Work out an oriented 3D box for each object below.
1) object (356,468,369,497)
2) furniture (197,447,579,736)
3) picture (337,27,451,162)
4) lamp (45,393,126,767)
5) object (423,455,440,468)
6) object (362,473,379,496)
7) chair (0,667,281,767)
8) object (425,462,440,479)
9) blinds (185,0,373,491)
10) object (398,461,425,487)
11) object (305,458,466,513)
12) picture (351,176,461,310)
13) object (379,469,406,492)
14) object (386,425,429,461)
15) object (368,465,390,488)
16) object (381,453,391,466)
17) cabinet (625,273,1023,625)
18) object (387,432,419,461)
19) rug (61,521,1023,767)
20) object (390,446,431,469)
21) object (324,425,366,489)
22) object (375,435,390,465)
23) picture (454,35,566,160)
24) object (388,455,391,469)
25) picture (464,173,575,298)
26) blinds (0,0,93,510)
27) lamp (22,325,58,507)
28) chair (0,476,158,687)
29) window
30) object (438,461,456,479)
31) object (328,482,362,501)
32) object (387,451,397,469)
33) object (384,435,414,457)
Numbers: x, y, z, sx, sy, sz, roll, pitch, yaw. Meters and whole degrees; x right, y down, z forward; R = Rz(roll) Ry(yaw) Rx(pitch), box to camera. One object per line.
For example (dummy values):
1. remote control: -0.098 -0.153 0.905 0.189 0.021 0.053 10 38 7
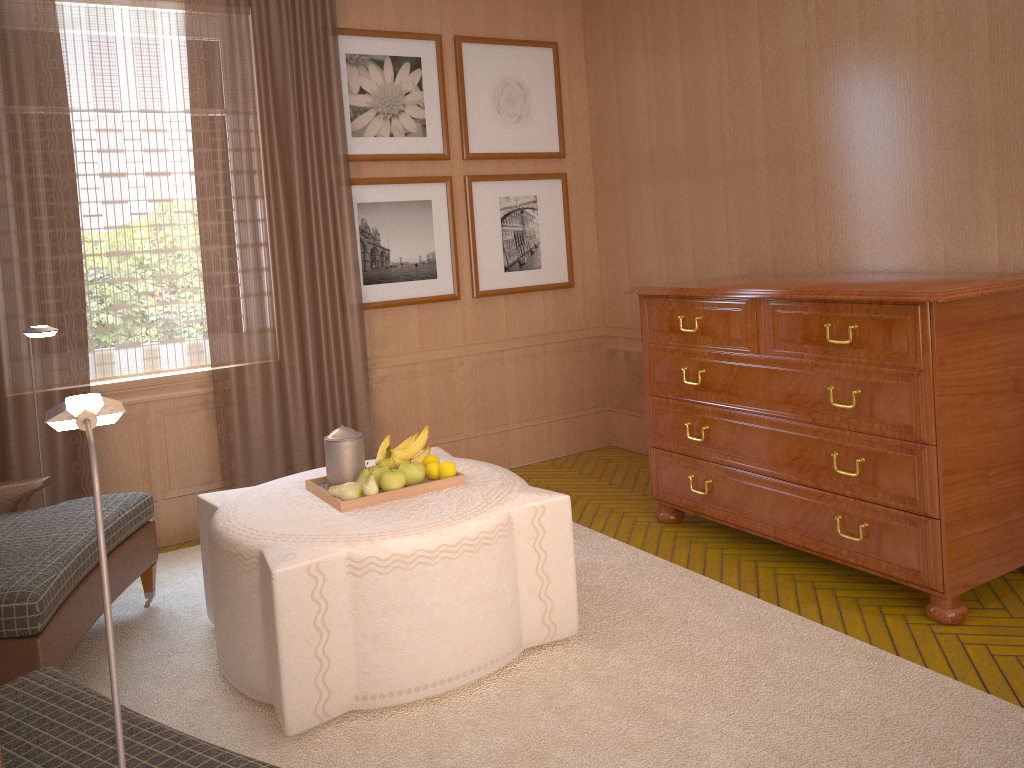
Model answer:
1. object: -0.885 0.594 5.242 0.130 0.196 0.131 -4 5 5
2. furniture: -0.824 1.096 5.431 1.964 0.894 1.958 -9 10 -33
3. picture: -1.201 -2.777 8.492 1.257 1.242 0.047 -8 4 -31
4. lamp: -1.004 1.077 2.183 0.628 2.021 0.568 -2 3 30
5. object: -0.517 0.521 5.645 0.114 0.133 0.108 -3 5 16
6. object: -0.830 0.592 5.138 0.098 0.147 0.099 -4 5 5
7. chair: -1.580 1.119 2.352 1.907 1.962 1.739 0 7 34
8. object: -0.482 0.544 5.494 0.111 0.110 0.134 -7 7 -28
9. blinds: -2.045 -1.157 7.860 1.456 4.764 0.266 -6 3 -32
10. object: -0.613 0.550 5.376 0.169 0.146 0.174 -2 7 15
11. object: -0.790 0.609 5.455 0.806 0.059 0.642 -10 11 -30
12. picture: -1.102 -1.382 8.551 1.257 1.242 0.047 -8 4 -31
13. object: -0.710 0.582 5.245 0.156 0.134 0.160 -7 7 -26
14. object: -0.642 0.388 5.612 0.070 0.168 0.409 -2 8 36
15. object: -0.811 0.567 5.383 0.156 0.134 0.160 -7 7 -26
16. object: -0.834 0.498 5.619 0.071 0.184 0.395 -5 8 -16
17. cabinet: 2.297 0.218 6.402 1.425 1.930 2.778 -7 8 -30
18. object: -0.703 0.434 5.635 0.065 0.170 0.381 -2 8 26
19. rug: -0.872 1.826 3.835 6.035 0.020 7.993 -10 11 -30
20. object: -0.628 0.466 5.605 0.072 0.171 0.401 -2 8 35
21. object: -1.025 0.446 5.401 0.234 0.390 0.237 -2 5 26
22. object: -0.824 0.444 5.622 0.104 0.158 0.379 -5 8 -7
23. picture: -0.001 -2.980 9.215 1.257 1.242 0.047 -8 4 -31
24. object: -0.774 0.490 5.641 0.062 0.180 0.398 -4 8 -1
25. picture: 0.098 -1.585 9.274 1.257 1.242 0.047 -8 4 -31
26. blinds: -4.027 -0.815 6.663 1.436 4.775 0.266 -6 3 -30
27. lamp: -3.106 0.604 5.983 0.628 2.016 0.568 -3 3 21
28. chair: -3.283 0.780 5.147 1.721 1.962 1.927 -5 6 -6
29. window: -3.346 -1.704 7.694 2.448 3.361 0.847 -7 4 -31
30. object: -0.400 0.541 5.442 0.114 0.133 0.108 -3 5 16
31. object: -0.963 0.636 5.096 0.194 0.127 0.134 -5 6 -11
32. object: -0.680 0.479 5.627 0.062 0.198 0.390 -3 8 24
33. object: -0.736 0.413 5.672 0.091 0.127 0.413 -3 9 18
